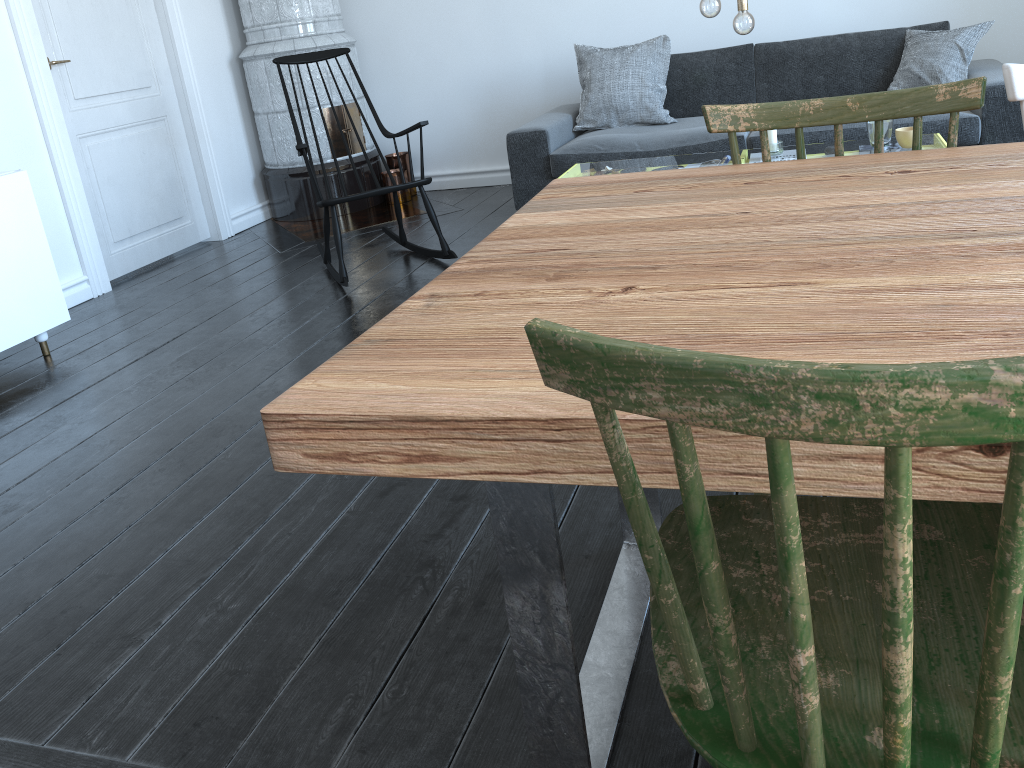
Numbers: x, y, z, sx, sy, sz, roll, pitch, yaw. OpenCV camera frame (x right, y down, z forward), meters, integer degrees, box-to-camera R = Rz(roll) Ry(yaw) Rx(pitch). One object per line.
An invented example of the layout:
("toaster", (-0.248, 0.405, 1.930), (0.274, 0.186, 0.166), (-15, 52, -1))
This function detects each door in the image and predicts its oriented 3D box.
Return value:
("door", (-2.099, -1.800, 4.533), (0.116, 2.394, 1.211), (-2, 19, 20))

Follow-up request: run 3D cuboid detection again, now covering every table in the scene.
("table", (0.864, -0.626, 3.294), (1.399, 0.386, 0.623), (0, 22, 20))
("table", (1.021, 0.144, 0.983), (2.224, 0.693, 1.056), (0, 22, 20))

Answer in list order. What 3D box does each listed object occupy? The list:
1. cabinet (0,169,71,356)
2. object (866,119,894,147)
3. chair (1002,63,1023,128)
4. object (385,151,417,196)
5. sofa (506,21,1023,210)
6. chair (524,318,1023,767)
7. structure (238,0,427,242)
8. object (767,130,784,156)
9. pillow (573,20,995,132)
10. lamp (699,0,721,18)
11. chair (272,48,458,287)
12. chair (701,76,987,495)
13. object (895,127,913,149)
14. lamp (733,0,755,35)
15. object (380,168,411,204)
("cabinet", (-2.229, -0.236, 3.014), (0.589, 0.710, 1.246), (-1, 22, 20))
("object", (1.328, -0.932, 3.179), (0.098, 0.141, 0.100), (-15, 20, -17))
("chair", (1.034, -0.076, 1.352), (0.466, 0.815, 0.528), (-2, 20, 20))
("object", (-0.731, -1.383, 5.831), (0.173, 0.272, 0.182), (-2, 20, 20))
("sofa", (1.244, -1.357, 4.511), (2.370, 0.700, 1.125), (0, 22, 20))
("chair", (0.339, 0.256, 0.815), (0.467, 0.800, 0.503), (-2, 19, 19))
("structure", (-1.293, -2.420, 5.215), (0.787, 2.795, 1.298), (-16, 19, -22))
("object", (0.976, -0.946, 3.303), (0.076, 0.168, 0.076), (-20, 21, -32))
("pillow", (1.307, -1.618, 4.518), (2.055, 0.476, 0.495), (2, 22, 24))
("lamp", (0.593, -1.960, 2.855), (0.075, 1.448, 0.088), (-14, 18, -17))
("chair", (-0.740, -1.049, 4.113), (0.619, 0.972, 0.927), (-16, 21, -22))
("chair", (0.571, -0.055, 1.483), (0.467, 0.800, 0.503), (-2, 19, 19))
("object", (1.393, -0.862, 3.090), (0.089, 0.064, 0.088), (-25, 26, -38))
("lamp", (0.702, -1.899, 2.853), (0.075, 1.448, 0.091), (8, 23, 43))
("object", (-0.743, -1.271, 5.667), (0.174, 0.193, 0.178), (-5, 20, 10))
